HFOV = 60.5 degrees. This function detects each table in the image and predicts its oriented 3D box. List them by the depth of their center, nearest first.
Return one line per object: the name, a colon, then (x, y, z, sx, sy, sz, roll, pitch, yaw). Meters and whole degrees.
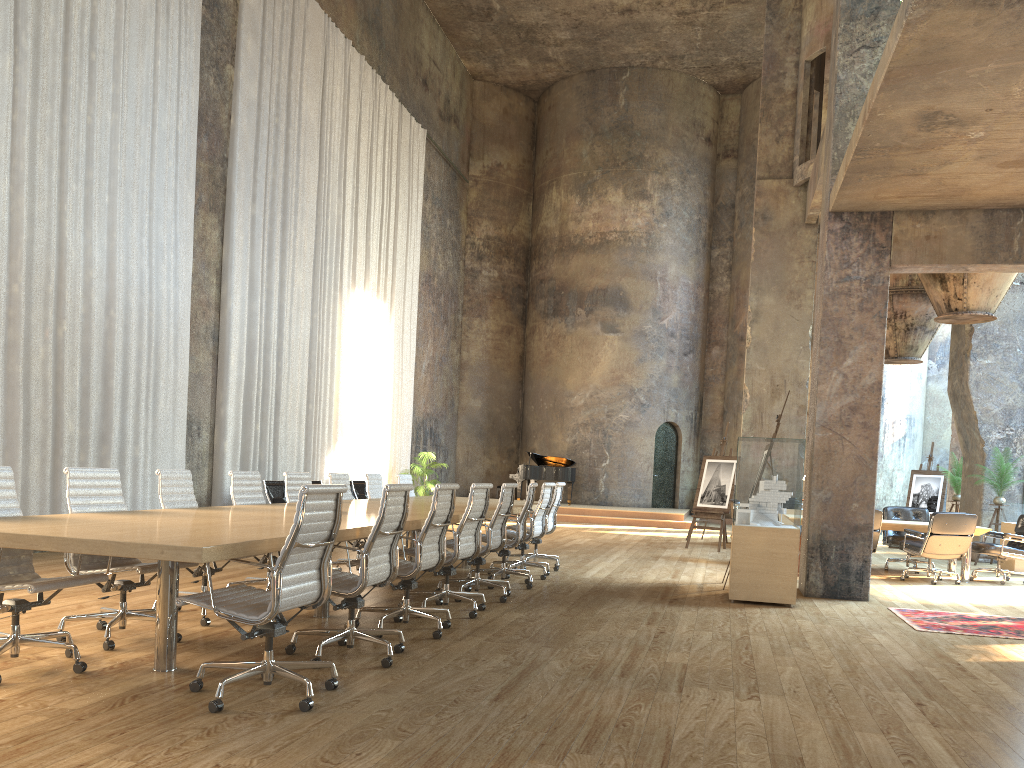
table: (-1.137, 1.431, 7.463, 1.599, 0.758, 7.740, 2, -6, 14)
table: (4.880, 2.171, 11.693, 2.406, 0.701, 1.108, 2, -4, 13)

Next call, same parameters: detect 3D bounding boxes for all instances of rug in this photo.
rug: (4.598, 2.079, 7.415, 2.459, 0.009, 1.351, 1, -6, 14)

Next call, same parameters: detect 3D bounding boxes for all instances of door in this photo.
door: (4.012, 2.141, 23.243, 0.905, 2.301, 0.091, 2, 2, -28)

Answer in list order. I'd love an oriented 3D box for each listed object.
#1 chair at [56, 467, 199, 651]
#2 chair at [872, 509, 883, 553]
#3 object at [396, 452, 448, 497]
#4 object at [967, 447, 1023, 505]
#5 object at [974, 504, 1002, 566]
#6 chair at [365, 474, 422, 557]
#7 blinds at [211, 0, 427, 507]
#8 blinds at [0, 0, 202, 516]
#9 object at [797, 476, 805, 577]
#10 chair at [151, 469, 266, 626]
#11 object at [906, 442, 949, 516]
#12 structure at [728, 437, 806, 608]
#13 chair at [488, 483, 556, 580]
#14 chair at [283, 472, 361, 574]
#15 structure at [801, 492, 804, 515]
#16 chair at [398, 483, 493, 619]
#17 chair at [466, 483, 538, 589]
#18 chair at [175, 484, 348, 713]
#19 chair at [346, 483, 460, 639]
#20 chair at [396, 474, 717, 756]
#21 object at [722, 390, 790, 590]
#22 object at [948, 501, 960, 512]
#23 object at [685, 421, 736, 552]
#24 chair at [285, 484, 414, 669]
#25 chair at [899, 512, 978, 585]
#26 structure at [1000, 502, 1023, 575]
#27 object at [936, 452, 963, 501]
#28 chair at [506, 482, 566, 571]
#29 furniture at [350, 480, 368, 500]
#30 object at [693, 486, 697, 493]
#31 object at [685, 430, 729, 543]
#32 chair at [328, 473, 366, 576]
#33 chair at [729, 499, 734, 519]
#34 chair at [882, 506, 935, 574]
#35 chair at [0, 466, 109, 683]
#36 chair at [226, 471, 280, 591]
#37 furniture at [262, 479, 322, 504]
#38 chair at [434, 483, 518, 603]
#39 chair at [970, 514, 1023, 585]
chair: (-2.313, 1.032, 5.326, 0.697, 1.027, 0.666, 3, 0, 22)
chair: (4.229, 1.987, 11.106, 0.729, 0.893, 0.822, 3, -1, 7)
object: (-1.897, 2.179, 18.879, 1.091, 1.459, 1.130, 3, -1, 5)
object: (7.597, 1.429, 13.814, 0.857, 0.941, 0.689, 2, -1, 16)
object: (7.684, 2.375, 13.735, 0.660, 0.974, 0.568, 3, 0, -40)
chair: (-1.277, 1.514, 9.693, 0.698, 1.027, 0.666, 3, 0, 17)
blinds: (-3.053, -1.809, 16.214, 0.274, 8.655, 7.845, 3, -1, 15)
blinds: (-5.074, -2.739, 7.807, 0.274, 8.655, 7.845, 3, -1, 15)
object: (3.479, 1.641, 9.928, 0.570, 1.299, 0.658, 3, 1, 14)
chair: (-2.113, 1.124, 6.159, 0.698, 1.027, 0.666, 3, 0, 13)
object: (8.201, 2.200, 17.367, 0.698, 2.150, 0.685, 4, 2, 43)
structure: (2.428, 1.308, 8.437, 0.593, 1.550, 0.743, 3, 1, 14)
chair: (0.099, 1.556, 9.436, 0.697, 1.027, 0.666, 3, 0, 22)
chair: (-1.698, 1.319, 7.925, 0.697, 1.027, 0.666, 3, 0, 22)
structure: (4.575, 2.307, 14.789, 0.742, 1.016, 0.736, 3, -1, 14)
chair: (-0.525, 1.268, 6.840, 0.697, 1.027, 0.666, 3, 0, 22)
chair: (-0.093, 1.464, 8.601, 0.698, 1.027, 0.666, 3, 0, 13)
chair: (-1.169, 0.971, 4.150, 0.697, 1.027, 0.666, 3, 0, 19)
chair: (-0.732, 1.172, 5.965, 0.697, 1.027, 0.666, 3, 0, 19)
chair: (1.688, 1.685, 9.896, 12.933, 1.032, 31.609, 1, -6, 14)
object: (2.629, 1.131, 9.300, 0.683, 2.150, 0.700, 3, 1, 13)
object: (8.195, 2.644, 16.198, 0.658, 0.974, 0.571, 3, 0, 8)
object: (3.367, 1.666, 14.345, 0.686, 2.150, 0.698, 1, 2, -44)
chair: (-0.945, 1.073, 5.072, 0.698, 1.027, 0.666, 3, 0, 17)
chair: (5.218, 2.015, 10.900, 0.730, 0.893, 0.821, 3, -1, -13)
structure: (7.586, 2.248, 12.720, 0.734, 1.016, 0.744, 3, -1, 14)
object: (8.192, 1.694, 16.201, 0.686, 0.941, 0.862, 2, -1, 34)
chair: (0.267, 1.648, 10.285, 0.697, 1.027, 0.666, 3, 0, 19)
furniture: (-2.389, 2.113, 15.377, 0.707, 0.841, 1.878, 3, -4, 14)
object: (5.212, 3.042, 23.403, 0.910, 0.992, 0.910, 2, -2, 25)
object: (3.706, 1.867, 16.207, 0.681, 2.150, 0.702, 4, 2, 40)
chair: (-1.490, 1.415, 8.799, 0.697, 1.027, 0.666, 3, 0, 19)
chair: (3.378, 2.041, 12.062, 0.820, 0.894, 0.731, 3, -1, 10)
chair: (5.560, 2.171, 12.310, 0.728, 0.893, 0.823, 3, -1, 14)
chair: (-2.487, 0.940, 4.479, 0.697, 1.027, 0.666, 3, 0, 19)
chair: (-1.906, 1.224, 7.069, 0.697, 1.027, 0.666, 3, 0, 19)
furniture: (-2.947, 1.856, 13.054, 0.707, 0.841, 1.878, 3, -4, 14)
chair: (-0.316, 1.363, 7.696, 0.697, 1.027, 0.666, 3, 0, 19)
chair: (6.330, 2.112, 11.341, 0.820, 0.894, 0.731, 3, -1, 8)
